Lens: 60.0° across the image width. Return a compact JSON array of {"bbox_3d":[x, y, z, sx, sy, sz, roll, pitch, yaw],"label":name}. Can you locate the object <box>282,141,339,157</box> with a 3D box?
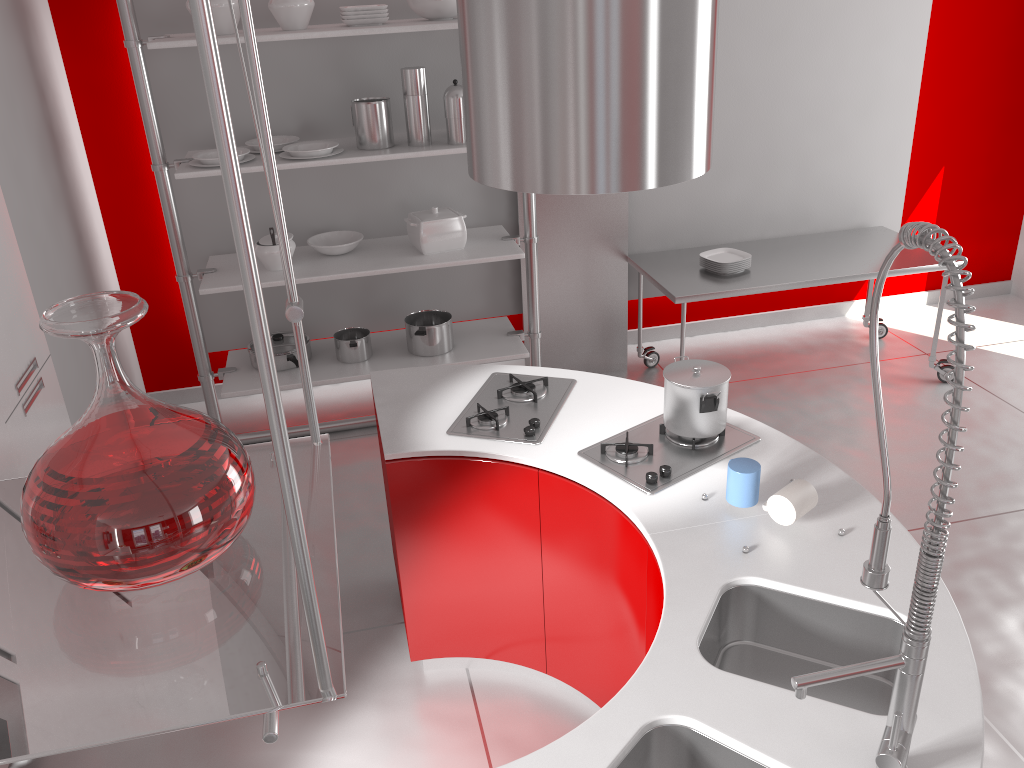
[{"bbox_3d":[-0.883,-1.027,3.901,0.244,0.042,0.244,-15,28,-24],"label":"object"}]

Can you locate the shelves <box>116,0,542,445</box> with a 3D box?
[{"bbox_3d":[-0.735,-0.962,4.105,1.735,2.599,0.535,-8,26,-10],"label":"shelves"}]

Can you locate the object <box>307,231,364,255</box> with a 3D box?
[{"bbox_3d":[-0.853,-0.673,4.304,0.272,0.072,0.272,19,33,38],"label":"object"}]

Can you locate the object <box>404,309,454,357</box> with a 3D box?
[{"bbox_3d":[-0.415,-0.258,4.466,0.240,0.161,0.259,-16,28,-25],"label":"object"}]

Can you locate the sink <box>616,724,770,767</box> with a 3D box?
[{"bbox_3d":[0.349,0.802,1.486,0.428,0.172,0.326,17,32,36],"label":"sink"}]

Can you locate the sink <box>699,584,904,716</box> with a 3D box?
[{"bbox_3d":[0.612,0.614,1.851,0.428,0.172,0.326,10,28,25],"label":"sink"}]

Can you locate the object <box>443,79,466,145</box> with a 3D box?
[{"bbox_3d":[-0.242,-1.211,3.942,0.115,0.274,0.115,-11,26,-16],"label":"object"}]

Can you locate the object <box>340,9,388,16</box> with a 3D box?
[{"bbox_3d":[-0.638,-1.597,3.825,0.200,0.030,0.200,-8,26,-10],"label":"object"}]

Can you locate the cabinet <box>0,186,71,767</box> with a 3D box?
[{"bbox_3d":[-1.849,0.280,2.281,0.614,2.026,2.398,-8,26,-10],"label":"cabinet"}]

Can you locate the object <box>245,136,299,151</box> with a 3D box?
[{"bbox_3d":[-1.099,-1.100,4.081,0.244,0.042,0.244,-12,27,-17],"label":"object"}]

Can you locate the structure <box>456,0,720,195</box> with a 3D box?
[{"bbox_3d":[0.182,-1.011,2.175,0.644,0.958,0.644,20,34,40],"label":"structure"}]

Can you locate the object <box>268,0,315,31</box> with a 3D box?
[{"bbox_3d":[-0.927,-1.576,3.740,0.192,0.153,0.192,-2,25,2],"label":"object"}]

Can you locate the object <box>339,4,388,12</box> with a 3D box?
[{"bbox_3d":[-0.639,-1.611,3.818,0.200,0.030,0.200,-8,26,-10],"label":"object"}]

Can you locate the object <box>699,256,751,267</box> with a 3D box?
[{"bbox_3d":[1.091,-0.640,4.539,0.228,0.020,0.228,-17,28,-26],"label":"object"}]

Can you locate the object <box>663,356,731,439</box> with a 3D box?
[{"bbox_3d":[0.525,0.035,2.534,0.218,0.185,0.189,17,32,37],"label":"object"}]

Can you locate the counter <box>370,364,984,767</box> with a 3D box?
[{"bbox_3d":[-0.062,0.971,1.958,1.868,0.880,2.865,7,27,21],"label":"counter"}]

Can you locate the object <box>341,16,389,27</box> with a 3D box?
[{"bbox_3d":[-0.636,-1.569,3.838,0.200,0.030,0.200,-8,26,-10],"label":"object"}]

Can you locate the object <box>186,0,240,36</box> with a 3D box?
[{"bbox_3d":[-1.227,-1.550,3.678,0.231,0.191,0.231,10,29,26],"label":"object"}]

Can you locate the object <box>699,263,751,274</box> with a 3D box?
[{"bbox_3d":[1.093,-0.603,4.556,0.228,0.020,0.228,-17,28,-26],"label":"object"}]

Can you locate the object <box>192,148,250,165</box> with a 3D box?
[{"bbox_3d":[-1.258,-0.981,3.847,0.244,0.042,0.244,-15,28,-24],"label":"object"}]

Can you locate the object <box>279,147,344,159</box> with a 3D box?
[{"bbox_3d":[-0.882,-1.014,3.907,0.280,0.015,0.280,5,27,17],"label":"object"}]

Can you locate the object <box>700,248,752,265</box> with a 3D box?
[{"bbox_3d":[1.091,-0.649,4.534,0.228,0.020,0.228,-17,28,-26],"label":"object"}]

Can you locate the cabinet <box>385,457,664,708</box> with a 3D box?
[{"bbox_3d":[-0.336,0.961,1.935,1.025,0.761,1.875,13,30,31],"label":"cabinet"}]

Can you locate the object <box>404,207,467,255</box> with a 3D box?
[{"bbox_3d":[-0.366,-0.756,4.280,0.282,0.197,0.235,-12,27,-19],"label":"object"}]

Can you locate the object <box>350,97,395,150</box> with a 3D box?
[{"bbox_3d":[-0.628,-1.168,3.974,0.184,0.205,0.172,-6,25,-5],"label":"object"}]

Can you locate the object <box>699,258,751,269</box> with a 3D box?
[{"bbox_3d":[1.092,-0.631,4.543,0.228,0.020,0.228,-17,28,-26],"label":"object"}]

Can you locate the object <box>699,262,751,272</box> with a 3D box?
[{"bbox_3d":[1.093,-0.612,4.552,0.228,0.020,0.228,-17,28,-26],"label":"object"}]

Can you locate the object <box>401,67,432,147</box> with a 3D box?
[{"bbox_3d":[-0.424,-1.232,3.944,0.109,0.329,0.110,-9,26,-12],"label":"object"}]

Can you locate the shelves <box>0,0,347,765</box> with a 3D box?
[{"bbox_3d":[-0.660,-0.199,0.637,0.934,1.023,0.462,-8,26,-10],"label":"shelves"}]

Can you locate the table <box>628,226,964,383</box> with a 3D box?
[{"bbox_3d":[1.505,-0.359,4.815,1.627,0.682,0.749,-7,26,-9],"label":"table"}]

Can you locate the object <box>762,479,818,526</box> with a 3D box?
[{"bbox_3d":[0.669,0.282,2.156,0.100,0.080,0.109,-24,32,-36],"label":"object"}]

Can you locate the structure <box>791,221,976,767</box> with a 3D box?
[{"bbox_3d":[0.570,0.228,1.346,0.178,0.920,0.308,12,29,29],"label":"structure"}]

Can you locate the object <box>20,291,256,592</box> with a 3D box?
[{"bbox_3d":[-0.366,0.051,0.844,0.213,0.266,0.213,4,26,15],"label":"object"}]

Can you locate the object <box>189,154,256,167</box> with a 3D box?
[{"bbox_3d":[-1.257,-0.968,3.853,0.280,0.015,0.280,9,28,23],"label":"object"}]

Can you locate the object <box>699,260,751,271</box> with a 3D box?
[{"bbox_3d":[1.092,-0.621,4.547,0.228,0.020,0.228,-17,28,-26],"label":"object"}]

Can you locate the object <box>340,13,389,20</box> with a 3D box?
[{"bbox_3d":[-0.637,-1.583,3.831,0.200,0.030,0.200,-8,26,-10],"label":"object"}]

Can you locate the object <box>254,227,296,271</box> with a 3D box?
[{"bbox_3d":[-1.098,-0.639,4.095,0.192,0.214,0.192,-14,27,-22],"label":"object"}]

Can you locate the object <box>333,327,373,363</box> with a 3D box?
[{"bbox_3d":[-0.791,-0.194,4.420,0.196,0.122,0.182,15,31,33],"label":"object"}]

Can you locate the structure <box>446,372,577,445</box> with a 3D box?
[{"bbox_3d":[0.008,0.054,2.812,0.303,0.037,0.457,5,27,17],"label":"structure"}]

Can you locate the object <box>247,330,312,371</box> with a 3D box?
[{"bbox_3d":[-1.155,-0.161,4.382,0.308,0.130,0.407,-5,25,-3],"label":"object"}]

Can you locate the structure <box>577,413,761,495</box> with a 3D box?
[{"bbox_3d":[0.450,0.163,2.531,0.457,0.037,0.303,-20,30,-32],"label":"structure"}]

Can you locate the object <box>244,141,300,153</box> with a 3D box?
[{"bbox_3d":[-1.099,-1.088,4.086,0.280,0.015,0.280,9,28,23],"label":"object"}]

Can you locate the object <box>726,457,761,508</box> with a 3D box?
[{"bbox_3d":[0.569,0.242,2.231,0.080,0.100,0.109,-22,31,-34],"label":"object"}]

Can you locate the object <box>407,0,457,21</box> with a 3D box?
[{"bbox_3d":[-0.320,-1.715,3.884,0.287,0.222,0.287,12,29,30],"label":"object"}]
